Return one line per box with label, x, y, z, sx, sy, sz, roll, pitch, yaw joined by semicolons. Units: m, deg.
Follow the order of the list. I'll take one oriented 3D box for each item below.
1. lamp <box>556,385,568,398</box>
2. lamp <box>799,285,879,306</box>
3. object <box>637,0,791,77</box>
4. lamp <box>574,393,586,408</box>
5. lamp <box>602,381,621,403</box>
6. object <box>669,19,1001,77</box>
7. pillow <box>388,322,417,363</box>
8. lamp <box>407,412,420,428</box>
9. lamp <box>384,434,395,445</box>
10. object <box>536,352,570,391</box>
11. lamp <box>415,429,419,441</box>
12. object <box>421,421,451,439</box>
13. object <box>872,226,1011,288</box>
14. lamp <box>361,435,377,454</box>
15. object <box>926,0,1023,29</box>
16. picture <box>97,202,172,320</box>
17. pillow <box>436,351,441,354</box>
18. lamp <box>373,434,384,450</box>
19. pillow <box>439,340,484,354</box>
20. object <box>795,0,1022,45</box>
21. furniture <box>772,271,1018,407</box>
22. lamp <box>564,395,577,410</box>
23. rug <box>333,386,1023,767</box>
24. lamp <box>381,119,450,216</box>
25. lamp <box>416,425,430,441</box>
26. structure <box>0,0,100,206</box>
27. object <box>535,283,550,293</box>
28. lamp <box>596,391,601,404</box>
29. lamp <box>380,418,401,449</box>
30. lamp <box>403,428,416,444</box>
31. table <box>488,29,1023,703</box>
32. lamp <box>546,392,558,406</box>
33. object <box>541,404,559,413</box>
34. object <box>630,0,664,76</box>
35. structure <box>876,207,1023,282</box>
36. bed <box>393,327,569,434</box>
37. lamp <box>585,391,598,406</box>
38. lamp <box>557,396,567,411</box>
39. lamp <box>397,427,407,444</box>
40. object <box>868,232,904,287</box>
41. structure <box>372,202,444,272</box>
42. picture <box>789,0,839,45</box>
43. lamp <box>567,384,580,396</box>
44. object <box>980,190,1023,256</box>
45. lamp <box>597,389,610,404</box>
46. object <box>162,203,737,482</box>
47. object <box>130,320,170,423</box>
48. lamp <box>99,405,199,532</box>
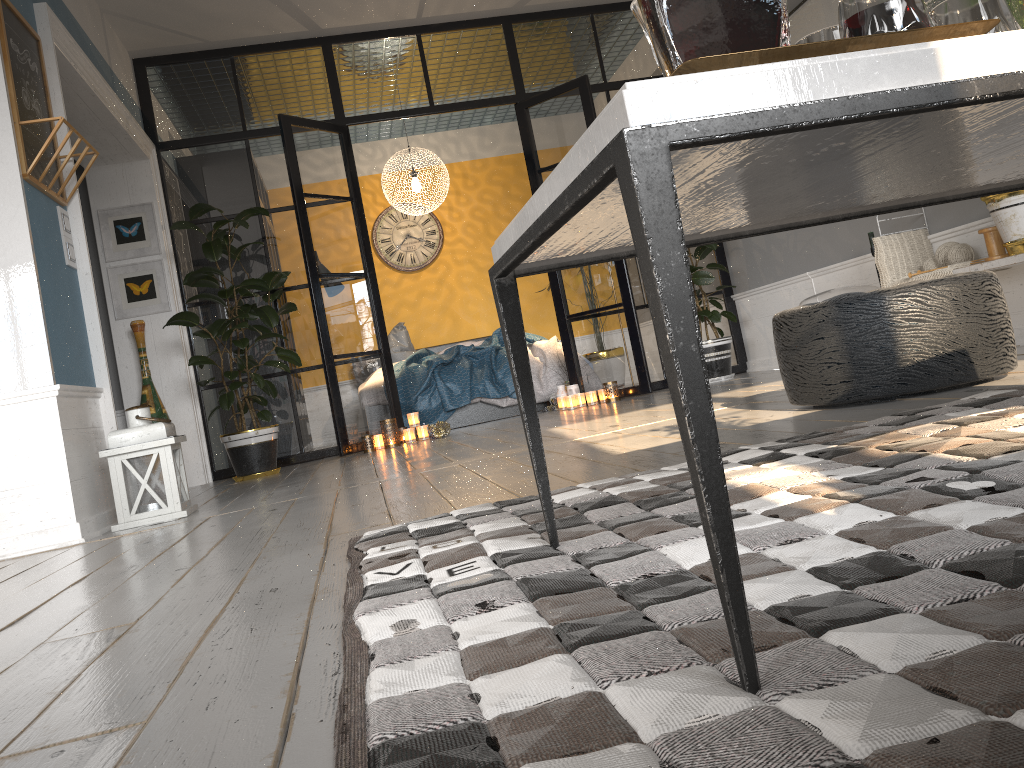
lamp;0.373;0.099;6.481;0.092;0.180;0.092;-12;-3;10
lamp;1.851;-0.317;4.912;0.431;0.439;0.432;-11;-2;11
object;0.181;-0.479;0.887;0.148;0.418;0.155;-12;-3;9
lamp;0.485;0.117;6.288;0.080;0.099;0.081;-12;-2;30
lamp;0.693;0.056;6.161;0.107;0.141;0.108;-13;-3;43
object;0.280;-0.294;0.898;0.319;0.015;0.245;-11;0;-11
pillow;-1.097;-0.255;8.190;0.783;0.601;0.497;-11;-2;-5
lamp;-0.660;0.243;5.947;0.080;0.099;0.081;-12;-2;30
lamp;-0.827;0.376;5.952;0.080;0.099;0.081;-12;-2;30
object;0.463;-0.093;6.746;0.434;0.524;0.279;-12;-3;30
lamp;-0.642;0.350;6.047;0.069;0.080;0.068;-11;-2;-3
object;-0.560;0.322;6.158;0.193;0.118;0.712;-11;0;-21
object;2.029;-0.618;4.081;0.329;0.307;0.781;-11;0;-9
lamp;-0.940;0.395;5.808;0.085;0.111;0.083;-10;-3;-35
object;0.684;-0.545;1.184;0.352;0.352;0.323;-11;-2;-8
picture;-2.361;-0.854;4.977;0.359;0.755;1.937;-11;0;-10
pillow;-0.434;-0.237;8.716;0.777;0.297;0.525;-11;-1;-11
lamp;-0.885;0.388;5.881;0.080;0.099;0.081;-12;-2;30
pillow;-0.402;-0.294;8.319;0.481;0.228;0.596;-11;0;39
object;0.377;-0.345;0.981;0.247;0.087;0.277;-11;0;-33
furniture;1.274;-0.152;2.995;0.738;0.358;0.730;-11;0;-23
lamp;0.417;0.131;6.230;0.080;0.099;0.081;-12;-2;30
rug;1.005;0.078;1.364;2.532;0.034;1.762;-11;0;-10
lamp;-0.919;-2.068;8.024;0.612;1.100;0.618;-13;-3;30
lamp;-0.596;0.331;5.948;0.080;0.099;0.081;-12;-2;30
structure;-1.908;-1.179;3.677;0.185;0.778;0.492;-10;-3;-10
object;0.792;-1.036;8.921;1.350;2.212;1.240;-10;-3;-24
lamp;0.602;0.098;6.346;0.063;0.091;0.062;-10;-3;-29
lamp;-0.805;0.327;5.853;0.115;0.188;0.114;-11;-3;-12
lamp;-0.685;0.348;5.938;0.080;0.099;0.081;-12;-2;30
table;0.768;-0.120;1.183;1.459;0.513;0.729;-11;-1;-11
lamp;0.335;0.132;6.709;0.109;0.132;0.095;-9;-3;-40
object;0.253;0.191;6.686;0.323;0.054;0.088;-11;0;43
object;0.214;-0.387;1.096;0.082;0.228;0.167;-11;-2;1
structure;2.210;-0.743;3.100;0.308;0.487;2.763;-11;0;-10
bed;-0.413;-0.060;7.856;1.901;0.772;2.312;-11;0;-10
lamp;0.564;0.102;6.253;0.080;0.099;0.081;-12;-2;30
lamp;0.368;0.140;6.353;0.080;0.099;0.081;-13;-3;44
lamp;-0.758;0.358;6.158;0.081;0.107;0.080;-11;-2;-11
object;2.018;-0.484;4.636;0.092;0.703;0.277;-10;-3;-18
structure;-1.064;-1.510;9.062;0.728;0.727;0.070;-11;-3;-11
picture;-0.155;-1.358;4.829;4.047;1.800;7.261;-11;0;-10
lamp;0.453;0.090;6.394;0.089;0.167;0.091;-8;-4;-44
object;1.981;-1.001;3.585;0.548;0.967;0.506;-10;-3;-25
lamp;0.653;0.085;6.249;0.080;0.099;0.081;-12;-2;30
object;-0.224;-0.606;5.964;3.905;1.802;1.005;-11;-3;-11
object;-2.309;0.145;5.668;0.216;1.128;0.214;-10;-4;-16
lamp;-1.505;0.325;3.654;0.287;0.479;0.285;-11;-3;-12
